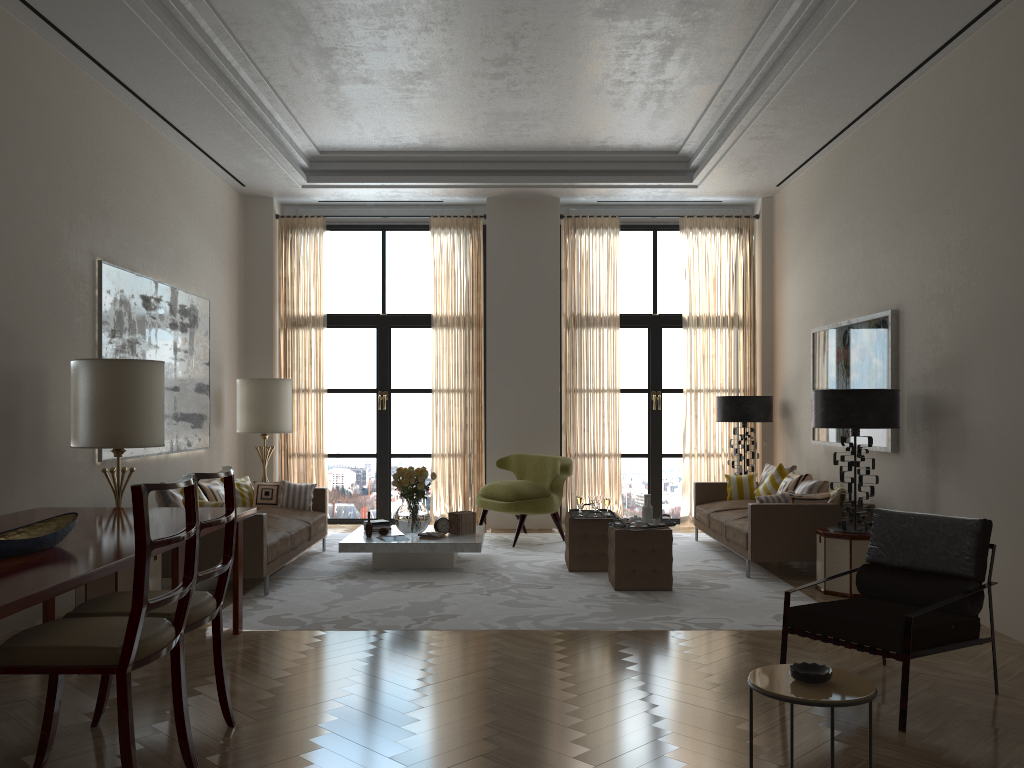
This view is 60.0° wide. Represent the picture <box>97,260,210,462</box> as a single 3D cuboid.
[{"bbox_3d":[-4.055,-0.181,10.282,0.045,1.998,3.062,0,-1,1],"label":"picture"}]

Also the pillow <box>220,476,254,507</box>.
[{"bbox_3d":[-3.412,1.402,11.150,0.296,0.476,0.515,0,-1,21],"label":"pillow"}]

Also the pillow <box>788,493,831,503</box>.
[{"bbox_3d":[3.229,1.393,9.736,0.464,0.412,0.304,0,-1,-2],"label":"pillow"}]

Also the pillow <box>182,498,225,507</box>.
[{"bbox_3d":[-3.016,1.344,8.785,0.482,0.433,0.318,0,-1,10],"label":"pillow"}]

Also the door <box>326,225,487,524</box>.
[{"bbox_3d":[-2.019,-0.147,14.046,3.258,4.767,0.240,0,0,0],"label":"door"}]

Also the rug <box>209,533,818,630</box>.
[{"bbox_3d":[0.126,2.083,10.184,5.517,0.065,5.733,0,-2,0],"label":"rug"}]

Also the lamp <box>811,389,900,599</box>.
[{"bbox_3d":[3.431,1.068,8.862,0.829,2.018,0.830,0,0,1],"label":"lamp"}]

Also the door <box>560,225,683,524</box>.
[{"bbox_3d":[2.276,-0.147,14.049,3.086,4.767,0.240,0,0,0],"label":"door"}]

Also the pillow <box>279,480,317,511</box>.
[{"bbox_3d":[-2.713,1.432,11.203,0.498,0.428,0.327,0,-1,-12],"label":"pillow"}]

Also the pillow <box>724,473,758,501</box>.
[{"bbox_3d":[3.167,1.442,12.190,0.482,0.433,0.318,0,-1,10],"label":"pillow"}]

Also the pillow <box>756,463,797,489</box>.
[{"bbox_3d":[3.563,1.376,12.040,0.355,0.576,0.624,0,-1,-21],"label":"pillow"}]

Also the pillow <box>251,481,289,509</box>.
[{"bbox_3d":[-3.079,1.436,11.239,0.464,0.412,0.304,0,-1,-2],"label":"pillow"}]

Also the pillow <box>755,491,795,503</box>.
[{"bbox_3d":[2.863,1.391,9.772,0.498,0.428,0.327,0,-1,-12],"label":"pillow"}]

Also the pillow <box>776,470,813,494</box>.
[{"bbox_3d":[3.510,1.371,11.075,0.403,0.547,0.617,0,-1,3],"label":"pillow"}]

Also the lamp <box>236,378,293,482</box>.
[{"bbox_3d":[-3.498,1.056,12.534,0.767,2.254,0.767,0,0,-37],"label":"lamp"}]

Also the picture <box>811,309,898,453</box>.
[{"bbox_3d":[3.922,0.003,10.288,0.080,1.480,2.267,0,-1,-2],"label":"picture"}]

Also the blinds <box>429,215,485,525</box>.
[{"bbox_3d":[-0.852,-0.166,13.822,0.874,4.874,0.418,0,0,3],"label":"blinds"}]

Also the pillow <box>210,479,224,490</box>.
[{"bbox_3d":[-3.420,1.412,10.281,0.371,0.565,0.660,0,-1,-5],"label":"pillow"}]

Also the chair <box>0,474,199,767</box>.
[{"bbox_3d":[-1.969,1.195,4.152,0.878,1.505,0.656,0,0,0],"label":"chair"}]

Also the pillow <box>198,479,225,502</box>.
[{"bbox_3d":[-3.360,1.337,9.900,0.403,0.547,0.617,0,-1,3],"label":"pillow"}]

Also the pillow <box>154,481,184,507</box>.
[{"bbox_3d":[-3.413,1.286,8.934,0.355,0.576,0.624,0,-1,-21],"label":"pillow"}]

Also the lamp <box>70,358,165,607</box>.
[{"bbox_3d":[-3.494,0.922,7.872,0.767,2.254,0.767,0,0,-34],"label":"lamp"}]

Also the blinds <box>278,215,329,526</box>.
[{"bbox_3d":[-3.245,-0.160,13.820,0.780,4.886,0.419,0,0,2],"label":"blinds"}]

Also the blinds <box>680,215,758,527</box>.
[{"bbox_3d":[3.223,-0.166,13.825,1.242,4.874,0.418,0,0,2],"label":"blinds"}]

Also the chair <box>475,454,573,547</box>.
[{"bbox_3d":[0.083,1.608,12.374,1.029,1.213,1.791,0,-1,-33],"label":"chair"}]

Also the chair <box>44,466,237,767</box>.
[{"bbox_3d":[-1.981,1.213,4.799,0.878,1.505,0.656,0,0,0],"label":"chair"}]

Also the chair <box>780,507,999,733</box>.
[{"bbox_3d":[2.430,1.420,5.681,1.134,1.135,0.877,1,-1,-35],"label":"chair"}]

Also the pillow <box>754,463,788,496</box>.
[{"bbox_3d":[3.485,1.348,11.643,0.767,0.617,0.355,-1,-1,44],"label":"pillow"}]

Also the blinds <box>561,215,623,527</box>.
[{"bbox_3d":[1.247,-0.166,13.825,0.960,4.874,0.419,0,0,2],"label":"blinds"}]

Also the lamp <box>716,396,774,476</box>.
[{"bbox_3d":[3.434,1.190,13.093,0.829,2.018,0.830,0,0,4],"label":"lamp"}]

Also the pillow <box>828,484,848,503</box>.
[{"bbox_3d":[3.562,1.364,9.825,0.296,0.476,0.515,0,-1,21],"label":"pillow"}]

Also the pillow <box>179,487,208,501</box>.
[{"bbox_3d":[-3.335,1.281,9.332,0.767,0.617,0.355,-1,-1,44],"label":"pillow"}]

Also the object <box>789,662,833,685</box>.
[{"bbox_3d":[1.412,1.372,4.190,0.193,0.064,0.193,-1,-2,22],"label":"object"}]

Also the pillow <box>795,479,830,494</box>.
[{"bbox_3d":[3.570,1.424,10.694,0.371,0.565,0.660,0,-1,-5],"label":"pillow"}]
